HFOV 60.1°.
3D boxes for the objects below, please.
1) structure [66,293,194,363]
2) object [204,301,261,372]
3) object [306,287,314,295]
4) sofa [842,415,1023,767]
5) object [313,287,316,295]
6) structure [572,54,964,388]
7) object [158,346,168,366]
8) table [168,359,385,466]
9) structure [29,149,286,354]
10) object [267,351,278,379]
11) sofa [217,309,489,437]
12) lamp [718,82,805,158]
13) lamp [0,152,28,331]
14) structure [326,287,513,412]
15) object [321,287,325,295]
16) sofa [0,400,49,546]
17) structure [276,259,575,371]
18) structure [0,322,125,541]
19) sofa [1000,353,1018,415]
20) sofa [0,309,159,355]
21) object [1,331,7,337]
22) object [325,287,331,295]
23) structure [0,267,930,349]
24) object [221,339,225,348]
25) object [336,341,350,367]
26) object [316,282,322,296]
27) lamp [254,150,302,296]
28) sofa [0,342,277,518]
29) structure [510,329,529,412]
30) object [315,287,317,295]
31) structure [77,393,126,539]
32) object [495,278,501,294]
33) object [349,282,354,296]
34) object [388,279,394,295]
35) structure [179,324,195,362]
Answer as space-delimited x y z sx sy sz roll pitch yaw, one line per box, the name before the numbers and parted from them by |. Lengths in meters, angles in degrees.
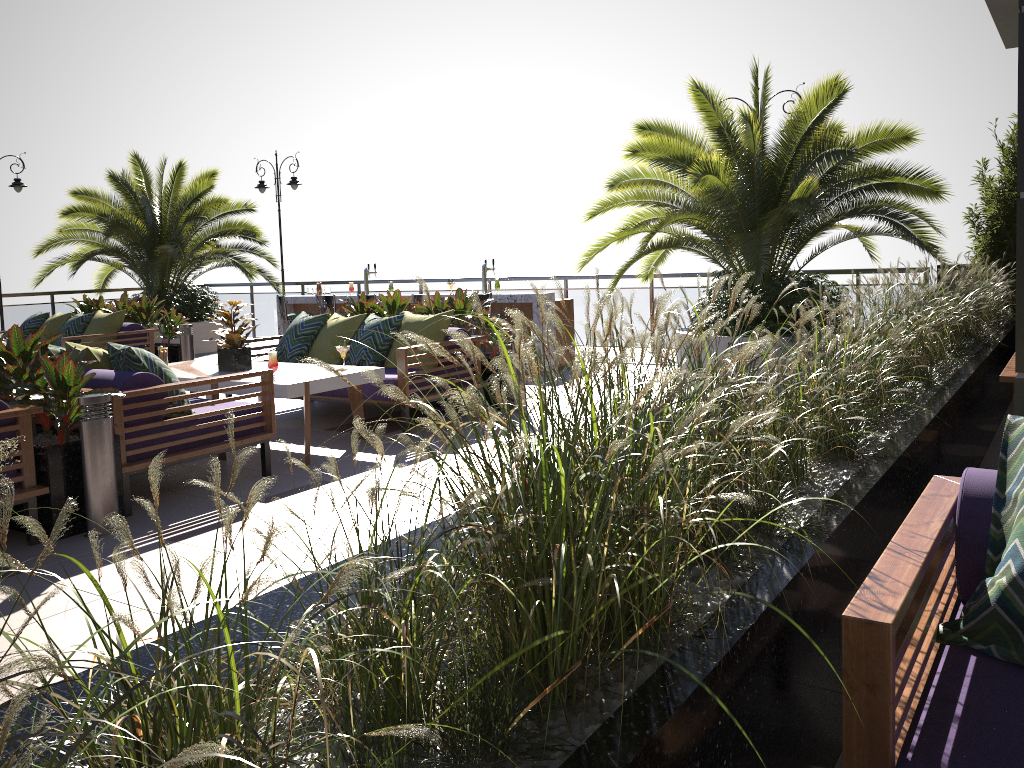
structure | -4.756 -0.516 10.725 2.253 1.166 0.740 3 7 34
object | -2.063 -0.360 6.560 0.432 0.524 0.425 -8 8 -44
object | -2.953 -1.307 12.952 0.105 0.208 0.106 -1 5 8
sofa | 1.746 0.586 1.386 2.128 0.915 1.125 3 8 33
object | -2.896 -1.323 13.052 0.105 0.208 0.106 -1 5 8
structure | 2.533 -1.716 9.148 3.803 3.287 3.771 -4 7 -14
object | -2.636 -0.191 6.693 0.067 0.189 0.085 -4 6 -27
table | -2.028 0.169 6.636 2.038 0.551 0.946 3 9 33
structure | -5.702 -2.164 14.433 3.799 3.287 3.774 -2 6 1
object | -1.627 -0.129 6.028 0.069 0.180 0.069 0 5 21
sofa | -1.397 -0.171 7.607 2.128 0.915 1.125 3 8 33
lamp | 3.004 -1.974 10.761 1.122 3.311 0.265 1 5 33
lamp | -7.866 -1.979 13.519 0.264 3.311 1.127 1 6 33
structure | -0.951 -0.310 8.292 2.253 1.166 0.740 3 7 34
object | -2.759 -1.297 12.830 0.105 0.208 0.106 -1 5 8
sofa | -3.455 0.347 4.405 2.128 0.915 1.125 3 8 33
structure | -1.298 -0.966 11.801 4.404 1.322 0.808 3 7 33
structure | -3.059 0.215 5.052 2.421 1.167 0.704 3 7 35
sofa | 3.506 0.148 4.086 2.128 0.915 1.125 3 8 33
sofa | -5.145 -0.380 10.044 2.128 0.915 1.125 3 8 33
object | -5.186 -0.441 9.050 0.069 0.210 0.069 0 5 21
object | -2.691 -1.311 12.914 0.105 0.208 0.106 -1 5 8
structure | -5.201 0.099 6.098 12.928 1.053 17.589 3 9 33
object | -2.350 -0.289 7.299 0.082 0.197 0.069 -3 5 -15
object | -1.252 -0.226 6.571 0.106 0.196 0.106 -4 6 -24
object | -2.689 -1.326 12.357 0.067 0.189 0.085 -5 6 -32
lamp | -3.989 -2.363 15.308 1.122 3.311 0.265 1 5 33
sofa | -2.659 0.142 5.679 2.128 0.915 1.125 3 8 33
structure | 0.053 -0.124 7.681 0.100 0.697 0.181 1 6 33
object | -2.818 -1.310 12.938 0.105 0.208 0.106 -1 5 8
structure | -2.066 0.403 4.431 0.100 0.697 0.181 1 6 33
object | -0.175 -1.190 10.723 0.069 0.197 0.082 -4 5 -20
object | -2.181 -1.294 12.032 0.069 0.180 0.069 -2 5 5
object | -1.593 -1.276 11.648 0.069 0.210 0.069 -1 5 16
structure | -3.712 -0.333 10.129 0.100 0.697 0.181 1 6 33
